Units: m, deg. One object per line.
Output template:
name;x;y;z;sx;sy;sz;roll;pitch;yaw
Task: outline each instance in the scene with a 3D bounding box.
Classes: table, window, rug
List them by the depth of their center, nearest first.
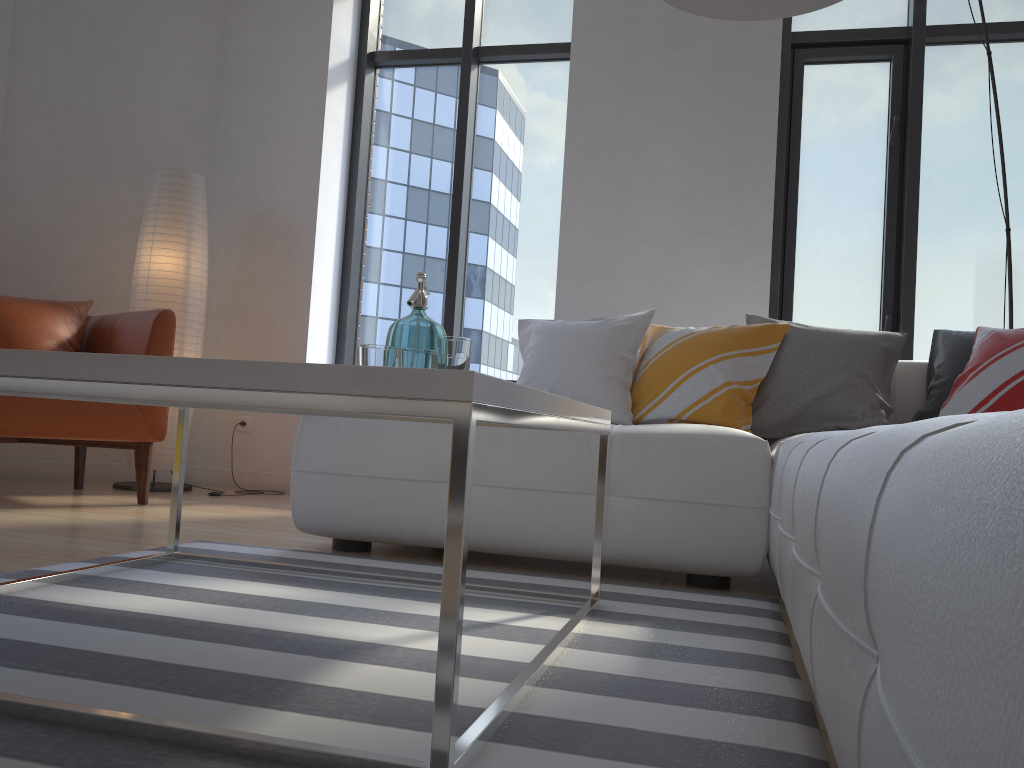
rug;-0.402;0.424;1.316;1.662;0.016;2.326;3;-3;14
table;-0.450;0.213;1.584;1.091;0.435;1.091;3;-3;14
window;1.960;-1.059;4.362;1.310;2.402;0.170;3;-3;14
window;-0.268;-1.169;4.924;1.310;2.402;0.170;3;-3;14

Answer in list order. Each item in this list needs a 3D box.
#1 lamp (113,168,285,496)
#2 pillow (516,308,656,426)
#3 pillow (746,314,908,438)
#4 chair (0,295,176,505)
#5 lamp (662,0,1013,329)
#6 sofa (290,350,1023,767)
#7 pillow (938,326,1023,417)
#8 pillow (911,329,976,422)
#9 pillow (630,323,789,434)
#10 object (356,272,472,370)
lamp;-1.467;-0.245;4.388;0.804;1.550;0.502;5;-3;-25
pillow;0.744;-0.064;2.628;2.156;0.456;0.580;1;-4;40
pillow;0.994;-0.100;1.719;0.647;0.453;2.953;4;-3;2
chair;-1.974;0.023;3.574;0.896;0.858;0.843;7;-4;-44
lamp;1.509;-0.691;2.856;3.199;2.647;0.710;6;-4;-40
sofa;0.506;0.150;1.829;2.614;0.732;3.424;3;-3;14
pillow;1.337;-0.047;1.730;0.575;0.449;2.250;3;-3;12
pillow;1.409;-0.051;2.049;0.608;0.436;2.120;3;-3;10
pillow;0.938;-0.048;2.374;0.630;0.440;2.095;5;-4;-29
object;-0.222;-0.112;1.792;0.330;0.265;0.330;1;-4;38
